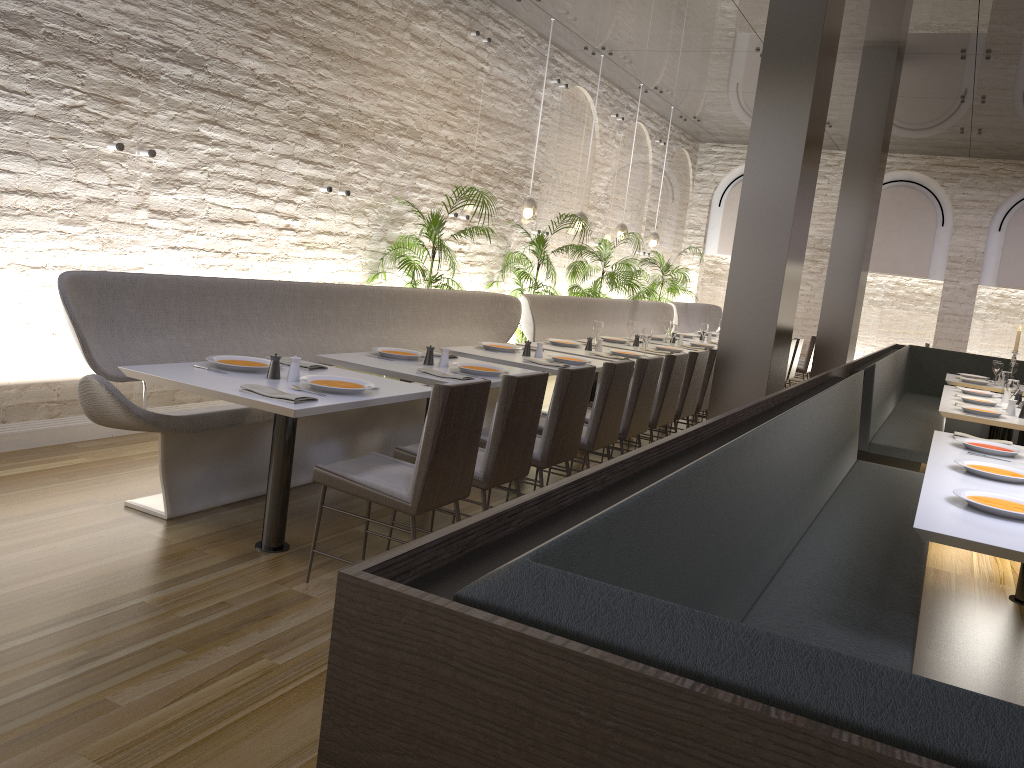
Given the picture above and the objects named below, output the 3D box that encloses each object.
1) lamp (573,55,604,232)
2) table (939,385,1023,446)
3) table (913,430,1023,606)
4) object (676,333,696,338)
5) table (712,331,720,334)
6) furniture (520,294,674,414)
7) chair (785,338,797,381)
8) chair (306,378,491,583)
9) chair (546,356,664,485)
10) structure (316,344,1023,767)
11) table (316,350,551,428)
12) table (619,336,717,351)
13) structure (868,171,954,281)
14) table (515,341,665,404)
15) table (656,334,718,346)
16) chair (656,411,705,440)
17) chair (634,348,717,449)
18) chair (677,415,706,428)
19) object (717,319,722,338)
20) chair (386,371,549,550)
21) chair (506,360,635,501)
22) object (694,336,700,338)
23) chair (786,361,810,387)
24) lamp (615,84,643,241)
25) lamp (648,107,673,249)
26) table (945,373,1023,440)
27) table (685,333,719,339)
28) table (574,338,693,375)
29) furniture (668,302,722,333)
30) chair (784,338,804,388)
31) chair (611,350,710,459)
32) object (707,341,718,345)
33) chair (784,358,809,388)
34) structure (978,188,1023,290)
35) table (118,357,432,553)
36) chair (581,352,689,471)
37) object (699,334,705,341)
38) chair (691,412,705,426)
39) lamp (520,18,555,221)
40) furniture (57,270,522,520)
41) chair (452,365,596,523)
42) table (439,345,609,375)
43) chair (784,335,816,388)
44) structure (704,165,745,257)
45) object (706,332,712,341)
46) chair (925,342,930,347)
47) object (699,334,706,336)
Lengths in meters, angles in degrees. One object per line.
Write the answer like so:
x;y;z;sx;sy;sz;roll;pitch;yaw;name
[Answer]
0.918;-2.790;10.329;0.178;2.032;0.178;8;6;11;lamp
3.865;0.563;6.856;1.104;0.757;2.542;11;8;26;table
2.205;0.811;3.568;1.104;0.757;2.542;11;8;26;table
2.000;-0.566;10.351;0.322;0.036;0.323;8;8;4;object
3.191;-0.279;12.253;0.939;0.757;1.012;11;8;26;table
1.206;-0.377;9.916;0.711;1.092;4.482;10;8;26;furniture
2.939;-0.115;10.326;0.567;0.902;0.412;10;7;26;chair
-0.456;0.392;3.600;0.567;0.902;0.412;10;7;26;chair
0.599;0.235;5.690;0.567;0.902;0.412;10;7;26;chair
3.188;0.554;5.431;2.379;0.996;10.765;11;9;26;structure
-0.458;0.266;5.023;0.939;0.757;1.012;11;8;26;table
1.663;-0.051;9.225;0.939;0.757;1.012;11;8;26;table
6.241;-2.598;14.342;1.638;1.668;0.098;11;6;26;structure
0.616;0.106;7.150;0.939;0.757;1.012;11;8;26;table
2.191;-0.130;10.270;0.939;0.757;1.012;11;8;26;table
1.644;0.079;7.760;0.567;0.902;0.412;10;7;26;chair
1.377;0.119;7.230;0.567;0.902;0.412;10;7;26;chair
1.897;0.041;8.261;0.567;0.902;0.412;10;7;26;chair
2.625;-0.689;11.088;0.086;0.230;0.087;3;7;-34;object
-0.201;0.354;4.104;0.567;0.902;0.412;10;7;26;chair
0.345;0.273;5.185;0.567;0.902;0.412;10;7;26;chair
2.169;-0.579;10.649;0.273;0.033;0.143;11;9;26;object
4.077;-0.285;12.581;0.567;0.902;0.412;10;7;26;chair
1.555;-2.885;11.592;0.178;2.032;0.178;8;6;5;lamp
2.180;-2.979;12.831;0.178;2.032;0.178;8;6;5;lamp
5.016;0.391;9.138;1.104;0.757;1.190;11;8;26;table
2.694;-0.205;11.268;0.939;0.757;1.012;11;8;26;table
1.140;0.027;8.189;0.939;0.757;1.012;11;8;26;table
2.862;-0.624;13.196;0.709;1.093;2.588;10;8;26;furniture
3.190;-0.152;10.823;0.567;0.902;0.412;10;7;26;chair
1.122;0.157;6.725;0.567;0.902;0.412;10;7;26;chair
2.310;-0.441;9.793;0.273;0.033;0.143;11;9;26;object
4.337;-0.324;13.097;0.567;0.902;0.412;10;7;26;chair
8.114;-2.227;13.408;1.638;1.668;0.098;11;6;26;structure
-1.021;0.350;3.906;0.939;0.757;1.012;11;8;26;table
0.867;0.195;6.220;0.567;0.902;0.412;10;7;26;chair
2.190;-0.557;10.179;0.059;0.109;0.059;9;6;18;object
2.151;0.003;8.764;0.567;0.902;0.412;10;7;26;chair
0.286;-2.696;9.077;0.177;2.032;0.178;2;8;-43;lamp
-0.884;-0.065;5.775;0.711;1.092;4.482;10;8;26;furniture
0.067;0.314;4.634;0.567;0.902;0.412;10;7;26;chair
0.106;0.182;6.139;0.939;0.757;1.012;11;8;26;table
3.825;-0.247;12.081;0.567;0.902;0.412;10;7;26;chair
4.242;-2.994;15.339;1.638;1.668;0.098;11;6;26;structure
2.273;-0.548;10.189;0.059;0.109;0.059;9;6;18;object
7.116;-0.201;14.767;0.567;0.902;0.412;10;7;26;chair
2.416;-0.619;11.188;0.186;0.010;0.017;11;8;26;object
